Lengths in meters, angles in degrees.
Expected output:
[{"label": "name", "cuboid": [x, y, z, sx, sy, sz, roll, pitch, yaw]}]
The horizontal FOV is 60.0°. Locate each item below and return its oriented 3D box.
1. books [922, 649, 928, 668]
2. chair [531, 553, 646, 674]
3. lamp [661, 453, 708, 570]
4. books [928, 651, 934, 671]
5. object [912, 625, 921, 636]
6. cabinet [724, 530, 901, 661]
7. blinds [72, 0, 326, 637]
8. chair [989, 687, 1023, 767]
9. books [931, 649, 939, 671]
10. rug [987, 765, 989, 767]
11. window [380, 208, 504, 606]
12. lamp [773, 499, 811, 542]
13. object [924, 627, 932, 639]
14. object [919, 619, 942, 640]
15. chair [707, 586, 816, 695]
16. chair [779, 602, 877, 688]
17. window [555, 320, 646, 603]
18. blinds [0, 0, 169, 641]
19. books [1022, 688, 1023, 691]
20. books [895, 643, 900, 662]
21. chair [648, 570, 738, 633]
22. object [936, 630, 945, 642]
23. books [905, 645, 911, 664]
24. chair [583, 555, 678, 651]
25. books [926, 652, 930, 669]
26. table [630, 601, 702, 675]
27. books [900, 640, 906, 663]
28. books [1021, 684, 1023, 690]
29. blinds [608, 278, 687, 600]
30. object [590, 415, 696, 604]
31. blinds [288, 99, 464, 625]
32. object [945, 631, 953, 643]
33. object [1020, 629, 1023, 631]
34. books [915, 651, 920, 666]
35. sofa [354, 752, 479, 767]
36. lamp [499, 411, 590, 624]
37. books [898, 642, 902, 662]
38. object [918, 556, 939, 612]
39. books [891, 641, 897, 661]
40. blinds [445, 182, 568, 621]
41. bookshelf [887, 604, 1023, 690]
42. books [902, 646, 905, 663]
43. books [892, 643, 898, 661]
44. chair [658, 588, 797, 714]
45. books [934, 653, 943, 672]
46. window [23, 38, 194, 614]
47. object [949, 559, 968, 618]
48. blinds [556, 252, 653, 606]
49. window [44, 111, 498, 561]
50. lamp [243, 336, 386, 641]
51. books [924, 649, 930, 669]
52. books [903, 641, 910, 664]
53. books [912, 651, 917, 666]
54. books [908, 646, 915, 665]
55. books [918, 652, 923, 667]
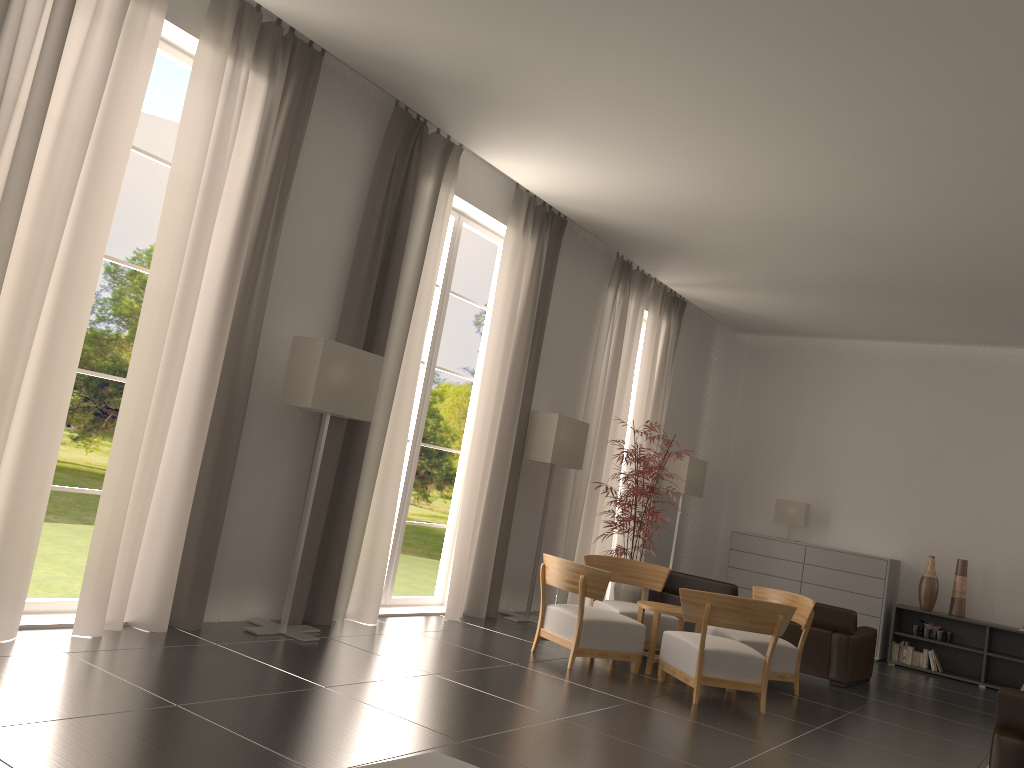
[{"label": "books", "cuboid": [7.458, 4.953, 16.013, 0.055, 0.329, 0.186, 5, -9, 35]}, {"label": "chair", "cuboid": [0.943, 2.840, 11.052, 1.148, 1.229, 1.451, 14, -8, -30]}, {"label": "lamp", "cuboid": [3.352, 3.072, 18.106, 0.908, 3.186, 0.997, 5, -9, 35]}, {"label": "books", "cuboid": [7.546, 4.962, 15.911, 0.130, 0.323, 0.251, 5, -9, 35]}, {"label": "object", "cuboid": [7.379, 4.503, 16.194, 0.135, 0.179, 0.135, 5, -9, 36]}, {"label": "cabinet", "cuboid": [5.877, 4.136, 17.617, 3.083, 1.881, 1.037, 5, -9, 35]}, {"label": "blinds", "cuboid": [-3.075, -0.783, 8.965, 0.418, 6.447, 1.545, 6, -9, 31]}, {"label": "chair", "cuboid": [4.760, 3.159, 7.241, 1.539, 1.078, 1.495, 5, -8, 35]}, {"label": "books", "cuboid": [7.584, 4.950, 15.899, 0.138, 0.355, 0.235, 5, -9, 35]}, {"label": "rug", "cuboid": [6.184, 3.995, 7.484, 4.003, 0.010, 3.547, 6, -8, 35]}, {"label": "window", "cuboid": [-1.304, 0.278, 12.717, 0.110, 5.764, 2.635, 5, -9, 35]}, {"label": "lamp", "cuboid": [5.743, 2.817, 18.264, 0.619, 0.798, 0.308, 5, -9, 35]}, {"label": "object", "cuboid": [7.502, 4.505, 16.019, 0.135, 0.179, 0.135, 5, -9, 36]}, {"label": "object", "cuboid": [7.634, 4.481, 16.194, 0.142, 0.310, 0.413, 16, -9, -40]}, {"label": "chair", "cuboid": [3.238, 3.329, 11.738, 1.149, 1.229, 1.450, 12, -7, -15]}, {"label": "chair", "cuboid": [4.596, 3.843, 13.523, 1.539, 1.078, 1.495, 5, -8, 35]}, {"label": "window", "cuboid": [1.590, 1.283, 17.005, 0.110, 5.764, 2.635, 5, -9, 35]}, {"label": "blinds", "cuboid": [-4.134, -1.151, 7.400, 0.415, 6.447, 1.545, 4, -9, 39]}, {"label": "books", "cuboid": [8.789, 5.065, 15.089, 0.156, 0.372, 0.251, 5, -9, 35]}, {"label": "books", "cuboid": [7.077, 4.919, 16.241, 0.039, 0.313, 0.245, 5, -9, 35]}, {"label": "chair", "cuboid": [3.134, 3.697, 14.542, 1.539, 1.078, 1.495, 5, -8, 35]}, {"label": "object", "cuboid": [7.688, 4.527, 15.924, 0.136, 0.179, 0.135, 9, -7, 6]}, {"label": "books", "cuboid": [7.221, 4.931, 16.147, 0.039, 0.319, 0.235, 5, -9, 35]}, {"label": "chair", "cuboid": [1.687, 3.138, 12.500, 1.450, 1.229, 1.150, 13, -7, -20]}, {"label": "books", "cuboid": [7.489, 4.964, 15.957, 0.017, 0.306, 0.238, 5, -9, 35]}, {"label": "table", "cuboid": [1.979, 3.277, 11.364, 0.868, 0.805, 0.869, 14, -8, -32]}, {"label": "books", "cuboid": [7.154, 4.892, 16.212, 0.029, 0.386, 0.219, 5, -9, 35]}, {"label": "books", "cuboid": [8.765, 5.069, 15.105, 0.154, 0.361, 0.249, 5, -9, 35]}, {"label": "blinds", "cuboid": [2.601, 1.189, 17.375, 0.418, 6.447, 1.545, 6, -9, 31]}, {"label": "object", "cuboid": [1.904, 2.254, 14.124, 1.491, 3.406, 1.765, 7, -8, 20]}, {"label": "blinds", "cuboid": [-1.649, -0.287, 11.081, 0.415, 6.447, 1.545, 4, -9, 39]}, {"label": "object", "cuboid": [7.890, 4.575, 16.028, 0.135, 0.179, 0.135, 4, -9, 41]}, {"label": "object", "cuboid": [9.215, 4.308, 15.167, 0.894, 0.003, 0.669, 5, -8, 37]}, {"label": "books", "cuboid": [7.364, 4.984, 16.080, 0.055, 0.250, 0.166, 5, -9, 35]}, {"label": "sofa", "cuboid": [0.352, 1.506, 0.228, 5.530, 1.208, 5.587, 6, -8, 35]}, {"label": "lamp", "cuboid": [0.506, 2.083, 13.888, 0.908, 3.186, 0.997, 5, -9, 35]}, {"label": "books", "cuboid": [7.125, 4.903, 16.235, 0.039, 0.359, 0.209, 5, -9, 35]}, {"label": "object", "cuboid": [7.629, 3.643, 16.212, 0.326, 0.994, 0.326, 15, -9, -31]}, {"label": "books", "cuboid": [7.011, 4.899, 16.286, 0.022, 0.339, 0.252, 5, -9, 35]}, {"label": "blinds", "cuboid": [-0.096, 0.252, 13.378, 0.418, 6.447, 1.545, 6, -9, 31]}, {"label": "bookshelf", "cuboid": [8.377, 4.768, 15.626, 3.083, 1.082, 0.738, 6, -8, 35]}, {"label": "books", "cuboid": [7.168, 4.935, 16.195, 0.017, 0.303, 0.214, 5, -9, 35]}, {"label": "books", "cuboid": [7.045, 4.920, 16.274, 0.048, 0.306, 0.225, 5, -9, 35]}, {"label": "chair", "cuboid": [2.419, 3.017, 10.280, 1.451, 1.229, 1.149, 11, -7, -10]}, {"label": "books", "cuboid": [7.623, 4.984, 15.854, 0.142, 0.290, 0.251, 5, -9, 35]}, {"label": "window", "cuboid": [-4.199, -0.728, 8.429, 0.110, 5.764, 2.635, 5, -9, 35]}, {"label": "object", "cuboid": [8.140, 3.708, 16.124, 0.262, 1.028, 0.261, 4, -9, 38]}, {"label": "blinds", "cuboid": [1.673, 0.867, 16.003, 0.415, 6.447, 1.545, 4, -9, 39]}, {"label": "window", "cuboid": [13.550, 0.501, 14.552, 99.199, 20.631, 48.473, 6, -8, 35]}, {"label": "lamp", "cuboid": [-2.219, 1.136, 9.851, 0.908, 3.186, 0.997, 5, -9, 35]}, {"label": "books", "cuboid": [7.470, 4.951, 15.964, 0.019, 0.325, 0.253, 5, -9, 35]}, {"label": "books", "cuboid": [7.195, 4.896, 16.176, 0.039, 0.385, 0.232, 5, -9, 35]}, {"label": "books", "cuboid": [7.319, 4.980, 16.111, 0.055, 0.250, 0.166, 5, -9, 35]}, {"label": "books", "cuboid": [7.258, 4.937, 16.116, 0.054, 0.312, 0.243, 5, -9, 35]}, {"label": "books", "cuboid": [7.410, 4.989, 16.048, 0.055, 0.250, 0.166, 5, -9, 35]}]
